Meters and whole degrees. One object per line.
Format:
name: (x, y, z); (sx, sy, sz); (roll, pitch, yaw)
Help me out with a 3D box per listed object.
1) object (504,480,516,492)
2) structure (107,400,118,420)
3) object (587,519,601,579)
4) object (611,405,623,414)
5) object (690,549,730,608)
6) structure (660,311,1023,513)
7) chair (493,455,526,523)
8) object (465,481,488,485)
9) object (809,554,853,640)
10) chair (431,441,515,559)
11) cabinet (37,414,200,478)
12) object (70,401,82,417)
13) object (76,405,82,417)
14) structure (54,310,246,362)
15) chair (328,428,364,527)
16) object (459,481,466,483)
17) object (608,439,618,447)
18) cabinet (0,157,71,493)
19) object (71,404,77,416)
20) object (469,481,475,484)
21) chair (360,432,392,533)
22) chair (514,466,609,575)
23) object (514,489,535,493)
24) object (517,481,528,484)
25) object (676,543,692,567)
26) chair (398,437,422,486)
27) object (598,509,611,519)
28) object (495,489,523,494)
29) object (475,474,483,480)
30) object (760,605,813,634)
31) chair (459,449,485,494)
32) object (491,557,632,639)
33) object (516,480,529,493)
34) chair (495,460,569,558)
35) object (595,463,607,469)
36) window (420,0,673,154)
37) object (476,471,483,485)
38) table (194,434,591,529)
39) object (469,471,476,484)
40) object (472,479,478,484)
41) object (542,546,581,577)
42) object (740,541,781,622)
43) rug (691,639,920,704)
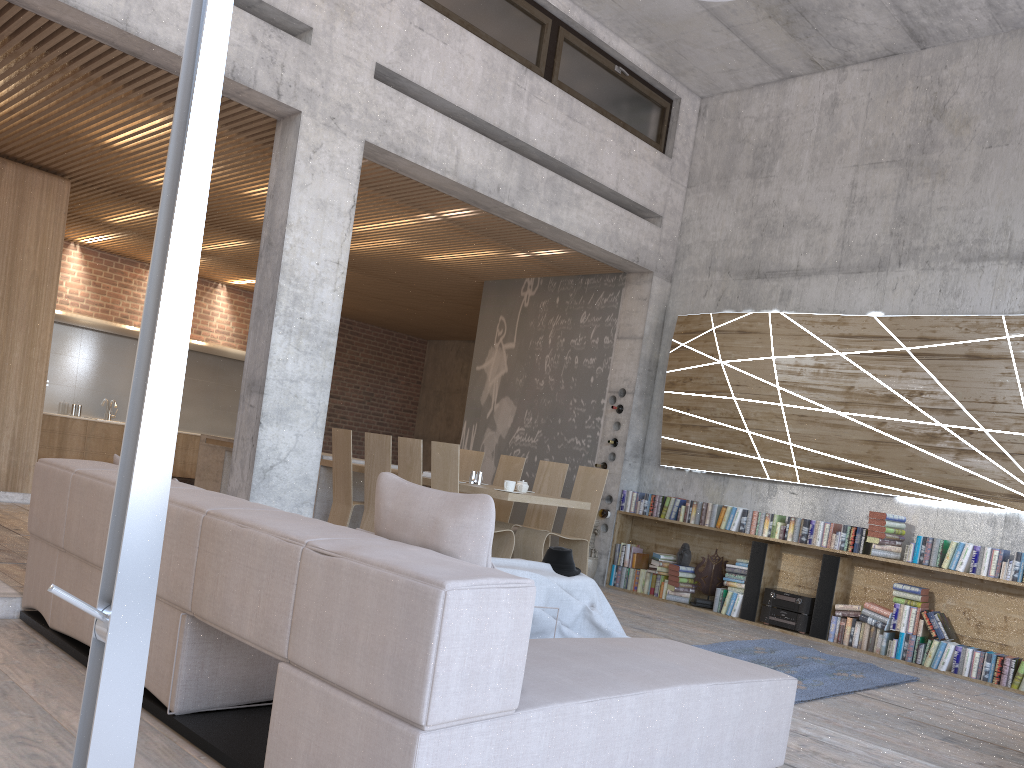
object: (-0.020, 0.808, 6.914); (0.093, 0.088, 0.117); (9, -2, -1)
structure: (-5.666, 0.462, 12.484); (0.116, 0.477, 0.245); (6, 3, -45)
object: (0.781, 1.729, 9.070); (0.248, 0.685, 0.270); (9, 2, 7)
object: (1.147, 0.267, 9.130); (0.089, 0.090, 0.339); (8, -4, 45)
object: (1.918, 1.859, 8.425); (0.343, 0.571, 0.195); (9, 2, 5)
structure: (2.762, 0.136, 7.708); (3.377, 1.537, 0.362); (5, -1, 45)
chair: (-0.323, 1.247, 8.472); (0.729, 1.199, 0.344); (8, 2, -45)
object: (-0.335, 0.908, 8.029); (0.187, 0.014, 0.183); (12, -6, -32)
object: (2.758, 1.861, 7.594); (0.275, 0.762, 0.150); (6, 3, -45)
chair: (-0.340, 1.106, 7.017); (0.729, 1.199, 0.344); (8, 2, -42)
cabinet: (-5.294, 0.264, 12.853); (1.062, 2.077, 4.165); (10, -2, 45)
object: (-5.965, 0.341, 12.011); (0.146, 0.211, 0.052); (8, 2, -45)
object: (-5.943, 0.366, 12.038); (0.060, 0.160, 0.059); (7, 2, -30)
structure: (-5.161, -0.669, 12.809); (0.206, 0.157, 4.128); (6, -5, 45)
chair: (-1.348, 1.059, 8.136); (0.729, 1.199, 0.344); (8, 2, -40)
object: (-0.509, 0.828, 7.464); (0.183, 0.014, 0.187); (5, -6, 31)
object: (1.120, 0.624, 9.176); (0.092, 0.093, 0.351); (8, -4, 45)
cabinet: (-6.360, -0.665, 9.447); (3.715, 3.137, 1.531); (7, 0, 45)
object: (-5.992, 0.354, 11.987); (0.060, 0.160, 0.059); (7, 2, -30)
object: (-0.345, 0.843, 7.505); (0.050, 0.019, 0.051); (6, -5, 28)
chair: (-0.997, 1.078, 7.779); (0.344, 1.198, 0.729); (11, 2, 42)
chair: (0.412, 1.294, 7.791); (0.729, 1.199, 0.344); (8, 2, -45)
object: (0.082, 0.949, 7.788); (0.187, 0.014, 0.183); (13, -7, -42)
object: (0.086, 0.911, 7.794); (0.093, 0.088, 0.117); (8, -2, 9)
object: (1.674, 1.656, 8.520); (0.143, 0.230, 0.137); (9, 1, 42)
chair: (-0.652, 1.096, 7.414); (0.729, 1.199, 0.344); (8, 2, -40)
object: (1.041, 1.366, 9.183); (0.094, 0.095, 0.342); (8, -4, 45)
object: (-0.027, 0.851, 6.929); (0.183, 0.014, 0.187); (5, -6, 31)
object: (-0.330, 0.870, 8.036); (0.092, 0.088, 0.118); (8, -2, 19)
object: (2.481, 2.098, 7.821); (0.435, 0.164, 0.296); (4, -5, 45)
chair: (-0.721, 1.216, 8.782); (0.344, 1.198, 0.728); (11, 2, 39)
object: (0.133, 1.356, 5.487); (1.612, 0.504, 1.036); (11, -4, -27)
object: (0.089, 0.878, 7.514); (0.088, 0.112, 0.124); (9, -1, 36)
chair: (0.090, 1.282, 8.178); (0.344, 1.198, 0.729); (11, 2, 41)
object: (0.989, 0.874, 9.228); (0.094, 0.095, 0.342); (8, -4, 45)
window: (-1.345, -3.303, 5.889); (0.112, 0.609, 8.541); (11, -2, 45)
object: (-0.282, 0.812, 7.558); (0.052, 0.112, 0.052); (9, 2, 0)
table: (-1.563, 1.240, 8.919); (5.135, 0.924, 1.023); (4, -5, 45)
object: (-0.339, 0.805, 7.567); (0.052, 0.110, 0.052); (9, 2, 0)
object: (-0.320, 0.835, 7.512); (0.051, 0.045, 0.050); (9, -2, -27)
object: (0.302, 1.121, 5.584); (0.299, 0.169, 0.302); (7, -4, 32)
object: (2.281, 1.834, 8.067); (0.275, 0.762, 0.150); (6, 3, -45)
rug: (1.513, 1.844, 5.672); (1.150, 0.049, 2.954); (3, -8, 45)
